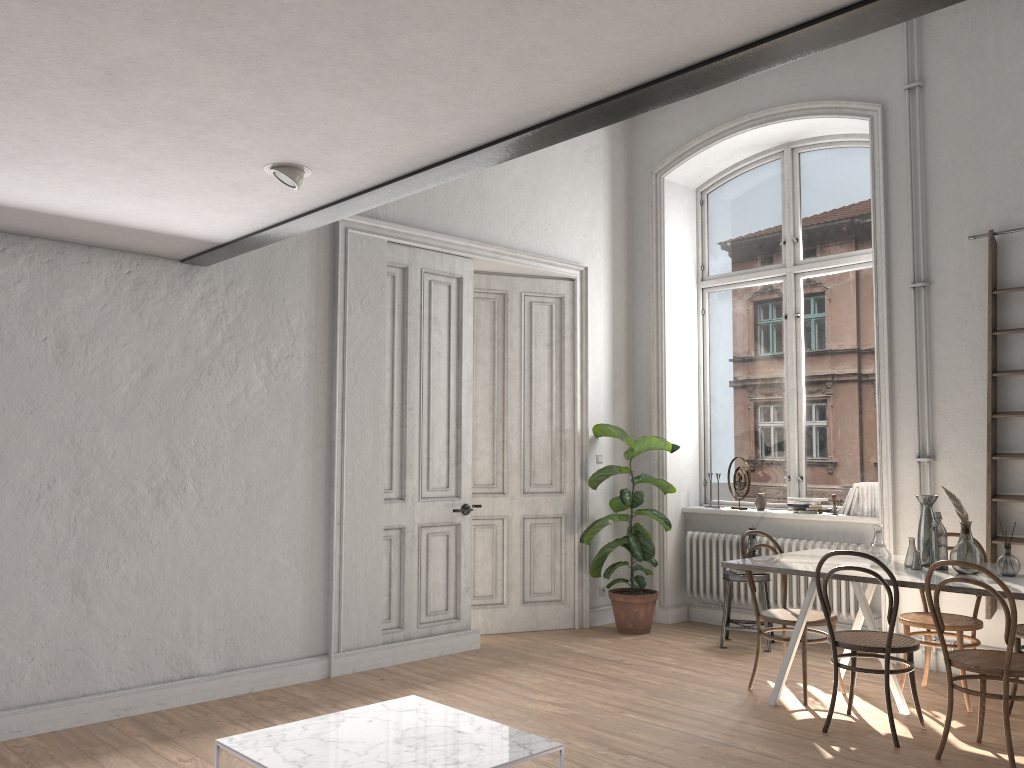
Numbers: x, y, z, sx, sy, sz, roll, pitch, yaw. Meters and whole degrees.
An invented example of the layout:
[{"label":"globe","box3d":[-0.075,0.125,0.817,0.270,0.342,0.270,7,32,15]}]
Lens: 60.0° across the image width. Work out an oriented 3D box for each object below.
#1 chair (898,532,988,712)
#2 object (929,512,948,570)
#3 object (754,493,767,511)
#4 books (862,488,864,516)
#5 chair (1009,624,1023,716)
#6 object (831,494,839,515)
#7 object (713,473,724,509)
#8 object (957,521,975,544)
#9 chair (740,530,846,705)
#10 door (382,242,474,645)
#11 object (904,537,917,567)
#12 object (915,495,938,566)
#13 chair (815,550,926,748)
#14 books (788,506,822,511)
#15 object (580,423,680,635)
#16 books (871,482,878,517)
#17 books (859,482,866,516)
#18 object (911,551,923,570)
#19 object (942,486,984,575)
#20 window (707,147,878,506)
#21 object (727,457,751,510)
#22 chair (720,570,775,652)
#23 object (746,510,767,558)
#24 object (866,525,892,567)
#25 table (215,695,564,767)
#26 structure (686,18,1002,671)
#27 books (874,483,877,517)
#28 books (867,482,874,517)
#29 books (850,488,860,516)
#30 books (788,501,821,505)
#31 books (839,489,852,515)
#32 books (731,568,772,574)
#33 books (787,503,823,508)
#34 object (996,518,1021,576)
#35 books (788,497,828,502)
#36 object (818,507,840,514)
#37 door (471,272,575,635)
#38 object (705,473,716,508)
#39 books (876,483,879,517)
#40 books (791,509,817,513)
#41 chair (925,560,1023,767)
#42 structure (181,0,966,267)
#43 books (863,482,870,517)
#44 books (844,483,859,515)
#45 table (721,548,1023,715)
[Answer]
[{"label":"chair","box3d":[2.489,1.338,5.116,0.438,0.920,0.549,-4,-6,45]},{"label":"object","box3d":[2.267,0.831,4.713,0.086,0.301,0.086,-2,-5,32]},{"label":"object","box3d":[1.984,0.936,7.074,0.100,0.142,0.102,-1,-5,21]},{"label":"books","box3d":[2.600,0.858,6.467,0.155,0.205,0.020,4,-6,-43]},{"label":"chair","box3d":[2.940,1.310,4.753,0.549,0.920,0.438,3,-5,-36]},{"label":"object","box3d":[2.396,0.894,6.584,0.048,0.153,0.088,-1,-4,17]},{"label":"object","box3d":[1.710,0.885,7.345,0.095,0.288,0.095,2,-4,-21]},{"label":"object","box3d":[2.397,0.853,4.678,0.098,0.255,0.100,-2,-5,23]},{"label":"chair","box3d":[1.644,1.345,5.240,0.438,0.920,0.549,3,-5,-35]},{"label":"door","box3d":[-0.706,0.452,6.082,1.097,2.812,0.216,4,-6,-42]},{"label":"object","box3d":[2.170,0.911,4.808,0.083,0.158,0.083,-4,-6,42]},{"label":"object","box3d":[2.281,0.803,4.863,0.116,0.382,0.116,3,-5,-32]},{"label":"chair","box3d":[1.800,1.284,4.479,0.438,0.920,0.549,-4,-6,42]},{"label":"books","box3d":[2.249,0.954,6.812,0.155,0.022,0.205,2,-5,-23]},{"label":"object","box3d":[2.516,0.865,5.007,0.792,1.841,5.829,3,-6,-38]},{"label":"books","box3d":[2.655,0.836,6.432,0.174,0.243,0.019,4,-6,-43]},{"label":"books","box3d":[2.597,0.842,6.501,0.175,0.243,0.024,4,-6,-43]},{"label":"object","box3d":[2.143,0.934,4.697,0.058,0.094,0.058,1,-4,-15]},{"label":"object","box3d":[2.320,0.745,4.533,0.157,0.446,0.157,2,-5,-25]},{"label":"window","box3d":[2.275,-0.457,7.152,0.013,2.841,1.623,4,-6,-43]},{"label":"object","box3d":[1.855,0.807,7.226,0.087,0.424,0.348,1,-4,-11]},{"label":"chair","box3d":[1.716,1.642,6.473,0.364,0.522,0.360,-1,-5,20]},{"label":"object","box3d":[1.794,1.118,6.526,0.163,0.383,0.154,-1,-4,20]},{"label":"object","box3d":[1.990,0.880,4.817,0.132,0.219,0.132,-3,-5,36]},{"label":"table","box3d":[-0.422,1.420,3.021,0.849,0.392,0.849,4,-6,-43]},{"label":"structure","box3d":[3.201,-0.405,5.563,0.340,4.471,5.183,4,-6,-43]},{"label":"books","box3d":[2.673,0.836,6.420,0.175,0.243,0.024,4,-6,-43]},{"label":"books","box3d":[2.629,0.836,6.435,0.174,0.243,0.019,4,-6,-43]},{"label":"books","box3d":[2.549,0.863,6.520,0.155,0.203,0.072,4,-6,-43]},{"label":"books","box3d":[2.242,0.910,6.803,0.205,0.020,0.155,-3,-6,37]},{"label":"books","box3d":[2.507,0.870,6.569,0.155,0.194,0.105,4,-6,-44]},{"label":"books","box3d":[1.753,1.368,6.504,0.246,0.034,0.194,0,-5,-3]},{"label":"books","box3d":[2.250,0.932,6.811,0.147,0.023,0.221,3,-5,-27]},{"label":"object","box3d":[2.492,0.821,4.458,0.107,0.283,0.107,-4,-6,42]},{"label":"books","box3d":[2.271,0.885,6.804,0.174,0.019,0.244,3,-5,-33]},{"label":"object","box3d":[2.378,0.953,6.681,0.153,0.048,0.088,0,-5,-3]},{"label":"door","box3d":[0.026,0.528,6.997,1.097,2.812,0.216,2,-4,-18]},{"label":"object","box3d":[1.671,0.894,7.470,0.095,0.288,0.095,1,-4,-12]},{"label":"books","box3d":[2.672,0.833,6.390,0.174,0.243,0.019,4,-6,-43]},{"label":"books","box3d":[2.247,0.977,6.817,0.147,0.023,0.221,0,-5,6]},{"label":"chair","box3d":[2.175,1.249,4.029,0.549,0.920,0.438,3,-5,-32]},{"label":"structure","box3d":[-1.239,-1.562,1.560,4.159,1.212,5.929,4,-6,-43]},{"label":"books","box3d":[2.607,0.837,6.445,0.175,0.243,0.024,4,-6,-43]},{"label":"books","box3d":[2.531,0.848,6.539,0.174,0.234,0.100,4,-6,-43]},{"label":"table","box3d":[2.329,1.360,4.542,1.100,0.779,2.201,4,-6,-43]}]
